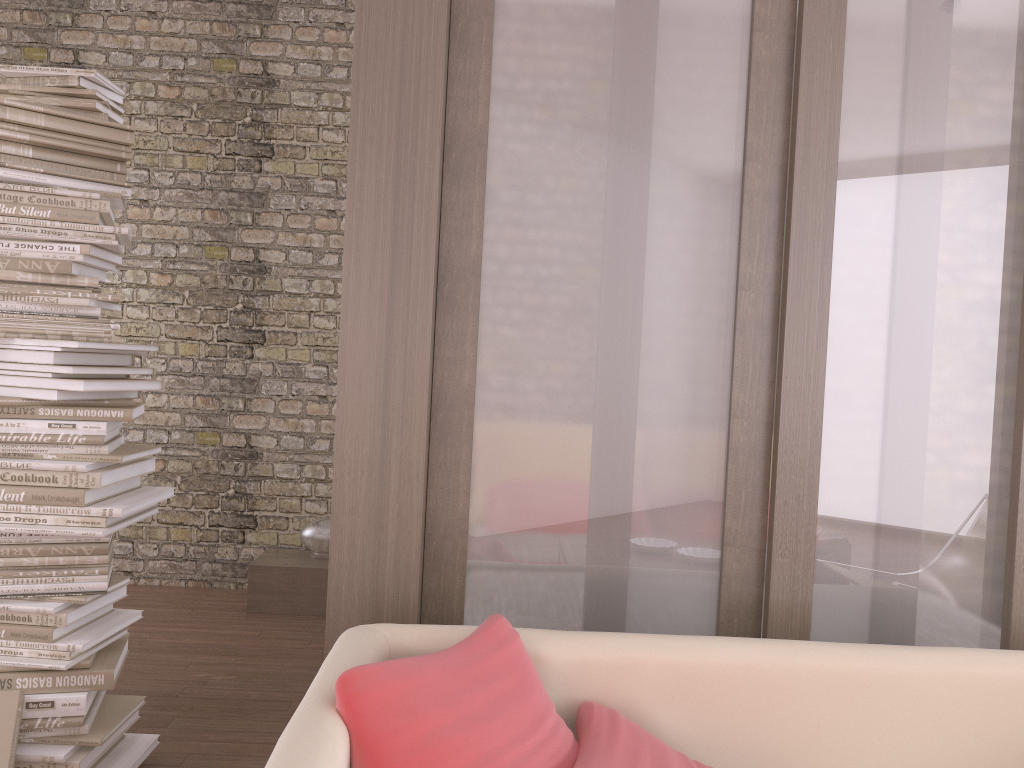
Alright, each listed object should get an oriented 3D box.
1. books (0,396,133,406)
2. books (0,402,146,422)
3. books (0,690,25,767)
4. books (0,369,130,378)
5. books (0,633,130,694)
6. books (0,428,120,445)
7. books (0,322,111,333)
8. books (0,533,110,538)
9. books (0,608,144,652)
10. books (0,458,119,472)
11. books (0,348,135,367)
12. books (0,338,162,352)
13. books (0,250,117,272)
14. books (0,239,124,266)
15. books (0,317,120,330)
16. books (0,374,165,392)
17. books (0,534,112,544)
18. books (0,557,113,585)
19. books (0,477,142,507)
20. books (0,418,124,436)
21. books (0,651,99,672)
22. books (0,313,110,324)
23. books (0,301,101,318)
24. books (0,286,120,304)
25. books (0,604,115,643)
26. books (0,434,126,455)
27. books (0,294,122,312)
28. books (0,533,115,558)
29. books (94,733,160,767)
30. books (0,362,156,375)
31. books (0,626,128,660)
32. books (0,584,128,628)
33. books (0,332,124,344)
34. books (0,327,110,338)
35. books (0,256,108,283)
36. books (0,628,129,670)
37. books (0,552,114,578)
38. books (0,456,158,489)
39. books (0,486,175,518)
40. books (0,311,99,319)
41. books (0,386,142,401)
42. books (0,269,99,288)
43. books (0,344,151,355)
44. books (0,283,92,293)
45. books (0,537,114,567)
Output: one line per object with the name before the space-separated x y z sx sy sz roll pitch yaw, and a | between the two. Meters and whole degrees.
books | -1.421 0.042 2.639 0.450 0.022 0.364 2 2 -41
books | -1.387 0.073 2.640 0.518 0.038 0.341 3 1 -16
books | -1.391 0.987 2.251 0.218 0.363 0.246 3 1 -16
books | -1.404 -0.035 2.624 0.413 0.013 0.294 3 1 19
books | -1.406 0.809 2.561 0.518 0.057 0.341 3 1 -16
books | -1.410 0.144 2.601 0.442 0.025 0.346 3 1 -16
books | -1.419 -0.168 2.606 0.432 0.013 0.288 2 1 -26
books | -1.386 0.408 2.597 0.396 0.024 0.310 2 1 -21
books | -1.392 0.706 2.602 0.468 0.021 0.350 3 1 4
books | -1.429 0.215 2.624 0.510 0.020 0.399 3 1 -1
books | -1.398 -0.082 2.630 0.417 0.036 0.308 3 1 19
books | -1.353 -0.120 2.624 0.500 0.018 0.326 3 1 19
books | -1.414 -0.367 2.613 0.388 0.020 0.287 3 1 -6
books | -1.388 -0.390 2.610 0.379 0.028 0.297 3 1 -6
books | -1.403 -0.180 2.606 0.446 0.012 0.291 2 1 -26
books | -1.349 -0.009 2.618 0.524 0.030 0.317 3 1 19
books | -1.394 0.430 2.601 0.405 0.018 0.300 2 1 -21
books | -1.399 0.543 2.603 0.405 0.018 0.300 2 1 -21
books | -1.438 0.296 2.624 0.522 0.046 0.410 3 1 -1
books | -1.424 0.111 2.618 0.469 0.038 0.364 3 1 -16
books | -1.441 0.765 2.578 0.450 0.022 0.364 3 1 -16
books | -1.414 -0.193 2.610 0.412 0.011 0.308 2 1 -26
books | -1.429 -0.221 2.623 0.379 0.028 0.297 2 1 -26
books | -1.411 -0.263 2.602 0.467 0.020 0.283 2 1 -26
books | -1.456 0.672 2.592 0.432 0.038 0.339 3 1 4
books | -1.426 0.172 2.634 0.469 0.028 0.368 3 1 -16
books | -1.399 -0.243 2.617 0.388 0.020 0.287 3 1 -6
books | -1.389 0.457 2.598 0.396 0.033 0.310 2 1 -21
books | -1.381 1.102 2.564 0.566 0.025 0.423 3 1 -1
books | -1.365 -0.051 2.627 0.484 0.020 0.323 3 1 19
books | -1.449 0.727 2.600 0.506 0.023 0.330 3 1 4
books | -1.433 0.634 2.612 0.448 0.038 0.348 3 1 4
books | -1.399 -0.138 2.598 0.469 0.015 0.267 2 1 -26
books | -1.428 -0.154 2.602 0.444 0.015 0.279 2 1 -26
books | -1.437 -0.339 2.606 0.379 0.039 0.297 3 1 -6
books | -1.413 0.749 2.571 0.448 0.013 0.350 3 1 4
books | -1.438 0.523 2.589 0.488 0.018 0.296 2 1 -21
books | -1.412 0.249 2.650 0.542 0.046 0.421 3 1 -1
books | -1.361 0.337 2.643 0.566 0.025 0.423 3 1 -1
books | -1.438 -0.204 2.609 0.395 0.007 0.308 2 1 -26
books | -1.392 0.019 2.635 0.435 0.030 0.322 3 1 19
books | -1.426 -0.306 2.603 0.379 0.028 0.297 2 1 -26
books | -1.378 -0.107 2.643 0.443 0.010 0.345 3 1 19
books | -1.434 -0.279 2.593 0.368 0.009 0.262 2 1 -26
books | -1.390 0.486 2.598 0.396 0.024 0.310 2 1 -21
